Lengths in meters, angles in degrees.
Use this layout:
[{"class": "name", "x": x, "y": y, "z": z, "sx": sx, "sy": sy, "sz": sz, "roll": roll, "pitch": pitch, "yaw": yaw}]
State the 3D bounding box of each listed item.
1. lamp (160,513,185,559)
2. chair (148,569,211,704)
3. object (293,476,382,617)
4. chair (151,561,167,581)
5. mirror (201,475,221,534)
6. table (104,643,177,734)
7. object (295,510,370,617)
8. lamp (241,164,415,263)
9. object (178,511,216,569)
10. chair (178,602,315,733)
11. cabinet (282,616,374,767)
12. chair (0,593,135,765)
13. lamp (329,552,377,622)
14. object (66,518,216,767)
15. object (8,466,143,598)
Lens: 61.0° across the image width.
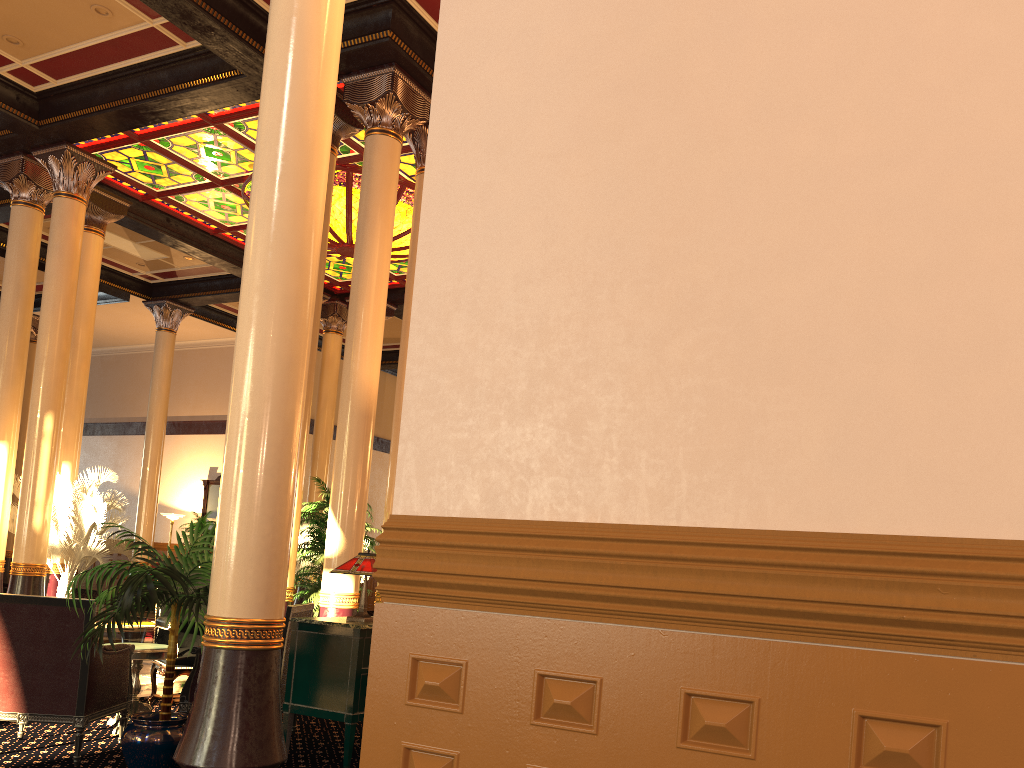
[{"class": "lamp", "x": -7.964, "y": 4.015, "z": 20.148, "sx": 0.592, "sy": 1.997, "sz": 0.573, "roll": 5, "pitch": -3, "yaw": -11}, {"class": "chair", "x": -2.451, "y": 1.991, "z": 6.834, "sx": 0.714, "sy": 1.090, "sz": 0.778, "roll": -1, "pitch": -8, "yaw": 43}, {"class": "object", "x": -1.948, "y": 2.034, "z": 9.330, "sx": 1.102, "sy": 2.135, "sz": 1.024, "roll": 5, "pitch": -4, "yaw": -13}, {"class": "chair", "x": -7.855, "y": 4.396, "z": 19.337, "sx": 0.719, "sy": 0.913, "sz": 0.619, "roll": 10, "pitch": -8, "yaw": -41}, {"class": "mirror", "x": -6.806, "y": 2.776, "z": 20.429, "sx": 1.338, "sy": 1.542, "sz": 0.208, "roll": 1, "pitch": -4, "yaw": 27}, {"class": "table", "x": -2.550, "y": 2.047, "z": 5.860, "sx": 0.497, "sy": 0.552, "sz": 0.471, "roll": 7, "pitch": -7, "yaw": -21}, {"class": "object", "x": -3.154, "y": 3.121, "z": 15.037, "sx": 1.757, "sy": 2.255, "sz": 2.175, "roll": 0, "pitch": -8, "yaw": 32}, {"class": "lamp", "x": -2.257, "y": -2.159, "z": 12.297, "sx": 2.897, "sy": 0.597, "sz": 3.148, "roll": -2, "pitch": -13, "yaw": 26}, {"class": "object", "x": -7.061, "y": 3.911, "z": 19.690, "sx": 1.102, "sy": 2.135, "sz": 1.024, "roll": 5, "pitch": -4, "yaw": -13}, {"class": "chair", "x": -1.753, "y": 1.903, "z": 5.780, "sx": 0.646, "sy": 0.913, "sz": 0.690, "roll": 4, "pitch": -6, "yaw": -1}, {"class": "cabinet", "x": -0.828, "y": 1.969, "z": 5.654, "sx": 0.530, "sy": 0.857, "sz": 1.320, "roll": 1, "pitch": -9, "yaw": 29}, {"class": "chair", "x": -2.655, "y": 1.682, "z": 5.053, "sx": 0.686, "sy": 0.913, "sz": 0.650, "roll": 4, "pitch": -6, "yaw": -2}, {"class": "lamp", "x": -0.905, "y": 1.252, "z": 5.363, "sx": 0.308, "sy": 0.416, "sz": 0.333, "roll": 2, "pitch": -7, "yaw": 25}, {"class": "object", "x": -1.801, "y": 1.386, "z": 4.601, "sx": 1.035, "sy": 1.425, "sz": 1.096, "roll": 8, "pitch": -7, "yaw": -33}, {"class": "object", "x": -5.566, "y": 2.175, "z": 11.417, "sx": 2.006, "sy": 2.241, "sz": 1.879, "roll": 2, "pitch": -7, "yaw": 16}]
